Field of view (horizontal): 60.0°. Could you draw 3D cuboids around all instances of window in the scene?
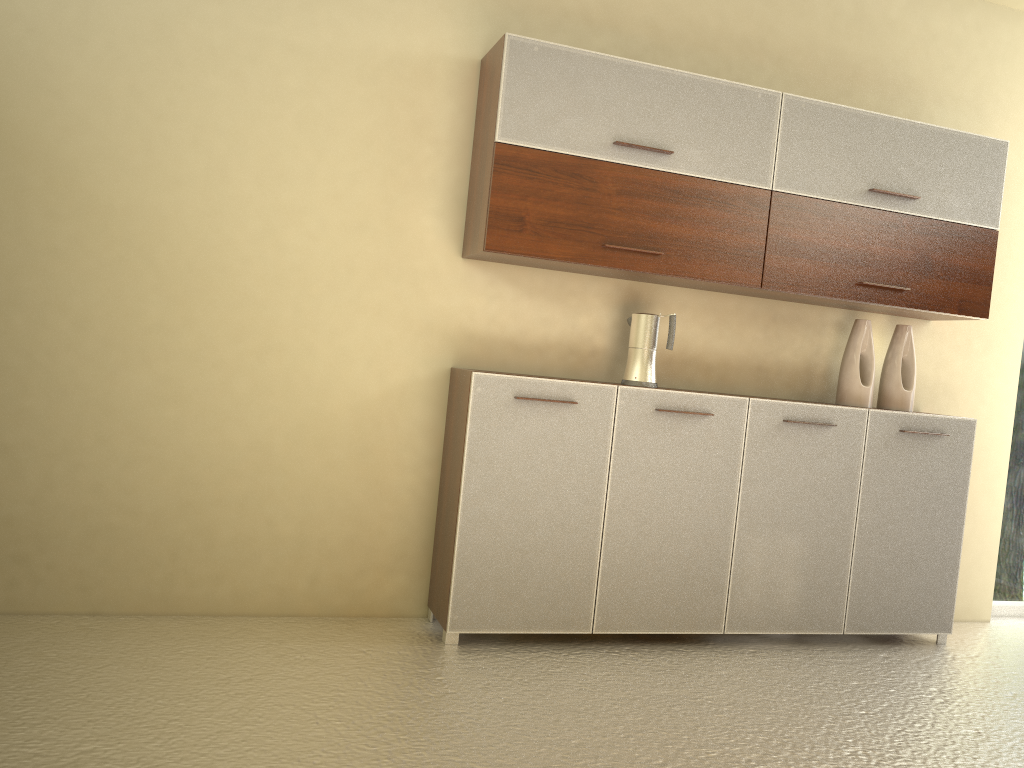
[{"bbox_3d":[0.964,-0.369,1.699,6.429,3.000,4.466,5,2,-20],"label":"window"}]

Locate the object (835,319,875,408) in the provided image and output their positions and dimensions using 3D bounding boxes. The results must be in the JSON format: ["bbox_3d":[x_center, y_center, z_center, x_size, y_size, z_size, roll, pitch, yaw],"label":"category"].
[{"bbox_3d":[1.534,-0.092,3.930,0.153,0.384,0.153,6,2,16],"label":"object"}]

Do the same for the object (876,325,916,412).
[{"bbox_3d":[1.746,-0.073,3.997,0.153,0.384,0.153,6,2,16],"label":"object"}]

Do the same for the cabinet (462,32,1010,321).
[{"bbox_3d":[0.994,-0.783,3.696,2.318,0.789,0.372,5,2,-17],"label":"cabinet"}]

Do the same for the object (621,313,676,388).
[{"bbox_3d":[0.548,-0.142,3.611,0.181,0.305,0.150,5,2,-11],"label":"object"}]

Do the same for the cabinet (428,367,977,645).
[{"bbox_3d":[0.860,0.550,3.737,2.318,1.018,0.372,5,2,-17],"label":"cabinet"}]
